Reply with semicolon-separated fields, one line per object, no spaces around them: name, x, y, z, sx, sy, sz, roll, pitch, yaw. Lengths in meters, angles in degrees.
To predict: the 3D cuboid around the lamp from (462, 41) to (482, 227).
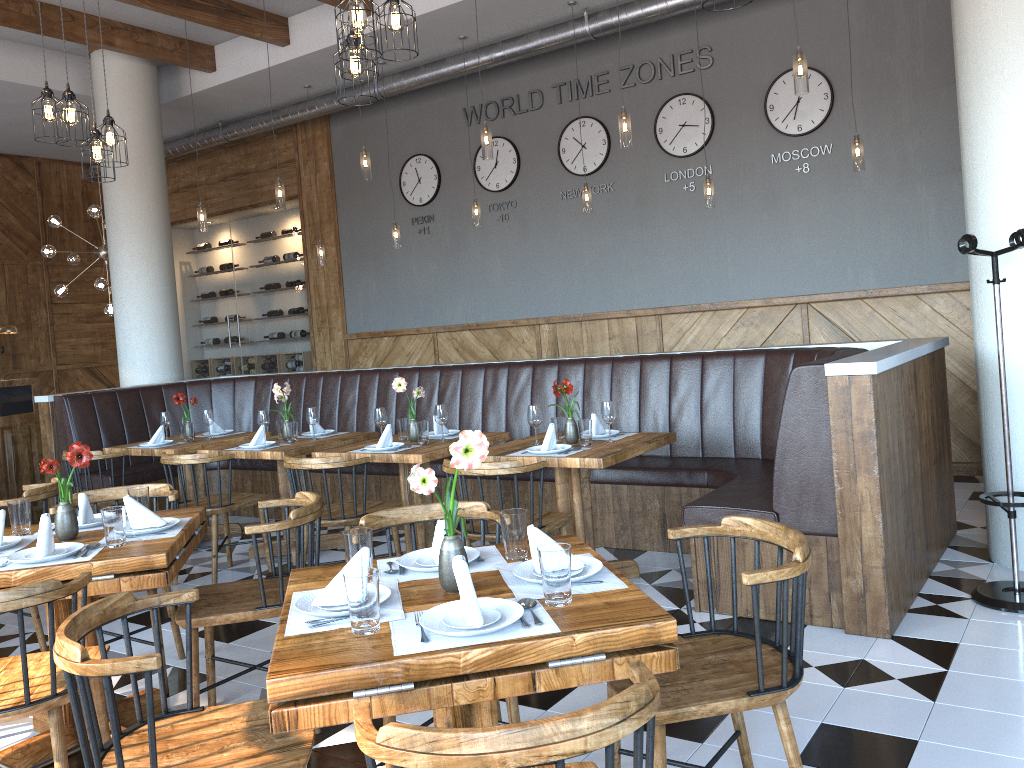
lamp;-0.394;-2.419;8.088;0.078;1.962;0.078;-5;1;-21

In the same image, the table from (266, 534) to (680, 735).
table;-0.114;0.898;2.232;0.865;0.763;0.865;-5;3;-11

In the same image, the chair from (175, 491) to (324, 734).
chair;-0.963;0.866;3.358;0.550;0.816;0.520;-5;2;-11

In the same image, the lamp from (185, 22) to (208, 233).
lamp;-2.871;-2.352;7.996;0.078;1.962;0.078;-5;1;-24

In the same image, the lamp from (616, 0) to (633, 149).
lamp;0.647;-2.472;5.589;0.078;1.962;0.078;-5;1;-15

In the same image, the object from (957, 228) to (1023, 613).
object;2.214;0.150;3.976;0.374;1.657;0.375;-4;1;12

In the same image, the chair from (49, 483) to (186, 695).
chair;-1.714;0.892;3.872;0.520;0.816;0.550;-5;2;-11

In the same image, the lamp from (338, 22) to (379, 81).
lamp;-0.792;-2.470;4.115;0.175;2.069;0.175;-5;1;-6

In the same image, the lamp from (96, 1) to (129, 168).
lamp;-2.527;-2.371;5.402;0.175;2.069;0.175;-5;1;-16

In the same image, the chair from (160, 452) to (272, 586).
chair;-1.830;0.799;5.460;0.519;0.816;0.551;-3;2;34

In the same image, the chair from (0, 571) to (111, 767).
chair;-1.474;0.956;2.605;0.520;0.816;0.550;-5;2;-11

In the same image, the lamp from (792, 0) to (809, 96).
lamp;1.553;-2.610;4.961;0.078;1.962;0.078;-4;1;10

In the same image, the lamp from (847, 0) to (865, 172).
lamp;2.361;-2.474;6.206;0.078;1.962;0.078;-4;1;10

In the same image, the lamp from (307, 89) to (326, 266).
lamp;-2.063;-2.216;9.241;0.078;1.962;0.078;-5;1;-24

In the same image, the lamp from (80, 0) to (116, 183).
lamp;-2.506;-2.228;5.183;0.175;2.069;0.175;-4;1;18

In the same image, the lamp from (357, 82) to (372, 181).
lamp;-1.202;-2.554;6.843;0.078;1.962;0.078;-5;1;-21

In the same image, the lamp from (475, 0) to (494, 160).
lamp;-0.246;-2.554;6.191;0.078;1.962;0.078;-6;2;-37

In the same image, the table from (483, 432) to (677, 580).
table;0.339;0.699;4.742;0.849;0.763;0.852;-3;3;34

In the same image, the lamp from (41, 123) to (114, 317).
lamp;-4.633;-1.855;10.025;1.186;2.190;1.162;-5;2;-4

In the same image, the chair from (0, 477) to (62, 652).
chair;-2.495;0.920;4.407;0.550;0.816;0.520;-5;2;-11

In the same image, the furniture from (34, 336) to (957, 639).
furniture;-0.649;0.485;6.265;6.580;1.149;1.923;-2;4;34

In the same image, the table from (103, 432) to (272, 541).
table;-2.378;0.795;6.601;0.849;0.763;0.852;-3;3;34

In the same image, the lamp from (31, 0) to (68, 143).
lamp;-2.733;-2.434;5.078;0.175;2.069;0.175;-4;1;18

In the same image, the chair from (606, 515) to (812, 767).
chair;0.520;0.813;2.343;0.550;0.816;0.520;-5;2;-11

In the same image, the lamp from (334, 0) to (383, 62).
lamp;-0.716;-2.405;3.688;0.175;2.069;0.175;-5;1;-28

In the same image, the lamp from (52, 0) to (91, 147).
lamp;-2.554;-2.384;4.967;0.175;2.069;0.175;-4;1;7

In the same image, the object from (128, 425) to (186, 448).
object;-2.564;0.372;6.374;0.351;0.137;0.272;-2;4;34

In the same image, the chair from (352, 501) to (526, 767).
chair;-0.231;0.840;2.857;0.520;0.816;0.550;-5;2;-11

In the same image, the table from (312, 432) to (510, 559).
table;-0.570;0.731;5.364;0.849;0.763;0.852;-3;3;34

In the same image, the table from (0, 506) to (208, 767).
table;-1.597;0.950;3.247;0.865;0.763;0.865;-5;3;-11

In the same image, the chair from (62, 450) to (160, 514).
chair;-2.739;0.831;6.081;0.519;0.816;0.551;-3;2;34

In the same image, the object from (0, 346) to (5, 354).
object;-6.135;0.392;10.511;0.375;1.657;0.374;-5;2;-33

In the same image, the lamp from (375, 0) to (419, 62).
lamp;-0.601;-2.537;4.043;0.175;2.069;0.175;-4;1;5

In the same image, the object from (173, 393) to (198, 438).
object;-2.434;0.238;6.594;0.171;0.355;0.156;-4;2;28

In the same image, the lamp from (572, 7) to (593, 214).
lamp;0.562;-2.418;7.436;0.078;1.962;0.078;-3;2;42

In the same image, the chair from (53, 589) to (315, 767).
chair;-0.742;0.930;2.105;0.550;0.816;0.520;-5;2;-11

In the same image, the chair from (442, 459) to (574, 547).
chair;-0.014;0.734;4.217;0.519;0.816;0.551;-3;2;34

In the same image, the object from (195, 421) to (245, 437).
object;-2.262;0.320;6.803;0.351;0.137;0.272;-2;4;34

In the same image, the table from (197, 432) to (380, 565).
table;-1.468;0.763;5.979;0.849;0.763;0.852;-3;3;34

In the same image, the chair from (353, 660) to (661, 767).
chair;0.009;0.903;1.590;0.520;0.816;0.550;-5;2;-11

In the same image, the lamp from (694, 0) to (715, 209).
lamp;1.456;-2.337;6.834;0.078;1.962;0.078;-5;1;-15

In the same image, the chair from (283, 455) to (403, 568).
chair;-0.922;0.766;4.838;0.519;0.816;0.551;-3;2;34

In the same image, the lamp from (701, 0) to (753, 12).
lamp;0.658;-2.339;3.016;0.175;2.069;0.175;-6;2;-38

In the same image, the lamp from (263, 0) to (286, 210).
lamp;-2.010;-2.441;7.402;0.078;1.962;0.078;-4;1;20

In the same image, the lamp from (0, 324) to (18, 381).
lamp;-4.385;-0.135;7.598;0.170;0.756;0.446;-4;2;10

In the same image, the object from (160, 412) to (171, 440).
object;-2.594;0.318;6.644;0.081;0.215;0.081;-4;2;26

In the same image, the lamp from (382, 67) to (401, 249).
lamp;-1.202;-2.305;8.647;0.078;1.962;0.078;-4;1;20

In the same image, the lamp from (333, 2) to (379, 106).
lamp;-0.764;-2.284;3.904;0.175;2.069;0.175;-4;1;5

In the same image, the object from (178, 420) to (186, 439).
object;-2.489;0.346;6.721;0.080;0.132;0.080;-3;2;34

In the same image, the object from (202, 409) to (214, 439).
object;-2.237;0.297;6.532;0.081;0.215;0.081;-5;2;-25
